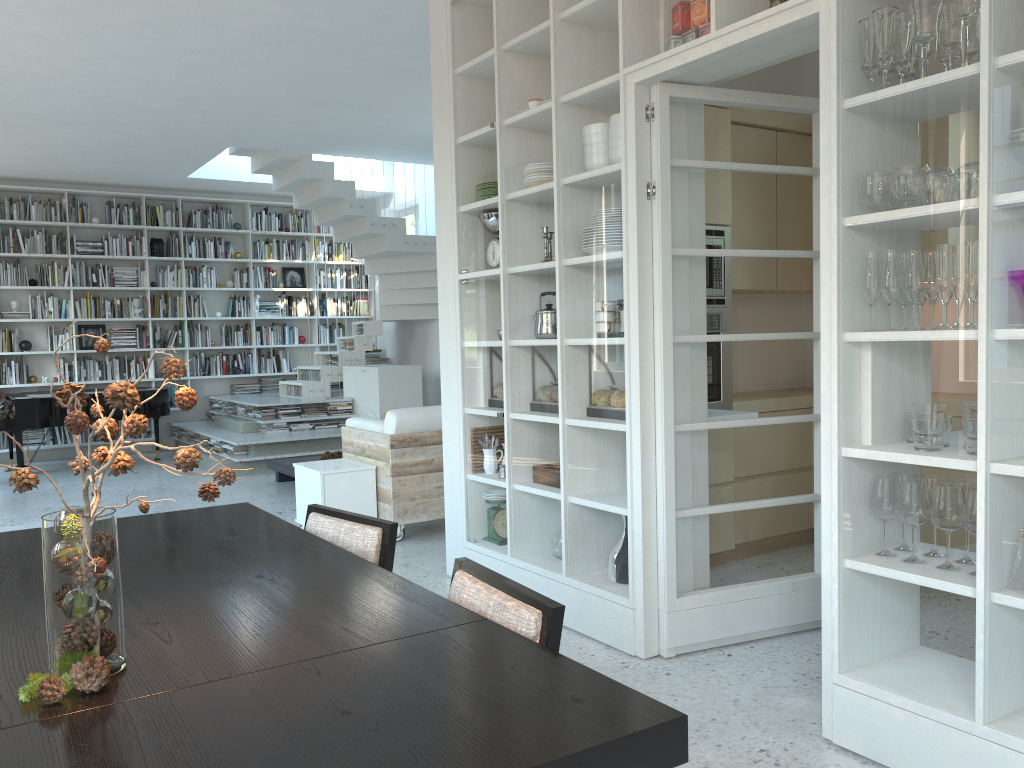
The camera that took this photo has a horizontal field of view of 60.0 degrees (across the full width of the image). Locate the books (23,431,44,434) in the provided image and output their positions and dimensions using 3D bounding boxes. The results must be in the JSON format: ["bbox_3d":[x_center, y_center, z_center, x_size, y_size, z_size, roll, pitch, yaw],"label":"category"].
[{"bbox_3d":[-5.574,0.562,10.251,0.285,0.005,0.159,-4,4,-36],"label":"books"}]

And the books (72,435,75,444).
[{"bbox_3d":[-5.188,0.567,10.474,0.024,0.260,0.189,-4,4,-33],"label":"books"}]

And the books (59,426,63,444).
[{"bbox_3d":[-5.302,0.587,10.416,0.011,0.232,0.174,-4,4,-33],"label":"books"}]

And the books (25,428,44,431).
[{"bbox_3d":[-5.572,0.530,10.245,0.285,0.005,0.159,-3,3,-28],"label":"books"}]

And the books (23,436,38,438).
[{"bbox_3d":[-5.579,0.605,10.258,0.254,0.006,0.161,-3,4,-33],"label":"books"}]

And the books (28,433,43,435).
[{"bbox_3d":[-5.579,0.578,10.256,0.254,0.006,0.161,-3,4,-33],"label":"books"}]

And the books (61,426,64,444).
[{"bbox_3d":[-5.289,0.565,10.414,0.012,0.275,0.180,-4,4,-33],"label":"books"}]

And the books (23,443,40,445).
[{"bbox_3d":[-5.574,0.687,10.262,0.254,0.007,0.161,-3,4,-32],"label":"books"}]

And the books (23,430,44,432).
[{"bbox_3d":[-5.578,0.540,10.256,0.285,0.005,0.159,-3,4,-33],"label":"books"}]

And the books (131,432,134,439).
[{"bbox_3d":[-4.645,0.539,10.820,0.044,0.251,0.186,-4,4,-33],"label":"books"}]

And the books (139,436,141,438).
[{"bbox_3d":[-4.584,0.563,10.888,0.024,0.191,0.155,-4,4,-33],"label":"books"}]

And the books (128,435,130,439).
[{"bbox_3d":[-4.689,0.561,10.804,0.029,0.210,0.170,-4,4,-33],"label":"books"}]

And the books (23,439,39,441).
[{"bbox_3d":[-5.574,0.639,10.260,0.254,0.007,0.161,-3,4,-32],"label":"books"}]

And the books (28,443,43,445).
[{"bbox_3d":[-5.575,0.694,10.264,0.254,0.007,0.161,-3,4,-33],"label":"books"}]

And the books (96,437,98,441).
[{"bbox_3d":[-4.992,0.564,10.631,0.012,0.239,0.128,-4,4,-33],"label":"books"}]

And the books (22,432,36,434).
[{"bbox_3d":[-5.572,0.557,10.247,0.254,0.006,0.161,-4,4,-38],"label":"books"}]

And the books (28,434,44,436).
[{"bbox_3d":[-5.578,0.589,10.255,0.285,0.005,0.159,-3,4,-32],"label":"books"}]

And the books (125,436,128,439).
[{"bbox_3d":[-4.703,0.564,10.789,0.010,0.206,0.179,-4,4,-33],"label":"books"}]

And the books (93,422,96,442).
[{"bbox_3d":[-5.008,0.561,10.625,0.022,0.247,0.143,-4,4,-33],"label":"books"}]

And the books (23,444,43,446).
[{"bbox_3d":[-5.570,0.701,10.257,0.254,0.007,0.161,-3,3,-29],"label":"books"}]

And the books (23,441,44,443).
[{"bbox_3d":[-5.569,0.667,10.256,0.254,0.007,0.161,-4,4,-37],"label":"books"}]

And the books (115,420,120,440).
[{"bbox_3d":[-4.783,0.504,10.741,0.014,0.336,0.182,-4,4,-33],"label":"books"}]

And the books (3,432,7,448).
[{"bbox_3d":[-5.785,0.639,10.117,0.053,0.184,0.148,-4,4,-33],"label":"books"}]

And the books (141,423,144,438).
[{"bbox_3d":[-4.559,0.556,10.892,0.022,0.205,0.191,-4,4,-33],"label":"books"}]

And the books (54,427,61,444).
[{"bbox_3d":[-5.335,0.578,10.398,0.062,0.253,0.177,-4,4,-33],"label":"books"}]

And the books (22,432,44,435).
[{"bbox_3d":[-5.575,0.573,10.248,0.285,0.005,0.159,-4,4,-37],"label":"books"}]

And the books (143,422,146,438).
[{"bbox_3d":[-4.545,0.543,10.914,0.028,0.228,0.162,-4,4,-33],"label":"books"}]

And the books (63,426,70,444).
[{"bbox_3d":[-5.260,0.562,10.449,0.073,0.276,0.181,-4,4,-33],"label":"books"}]

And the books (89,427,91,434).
[{"bbox_3d":[-5.046,0.518,10.585,0.012,0.337,0.144,-4,4,-33],"label":"books"}]

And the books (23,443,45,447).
[{"bbox_3d":[-5.575,0.708,10.266,0.285,0.007,0.159,-3,4,-33],"label":"books"}]

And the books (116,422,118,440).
[{"bbox_3d":[-4.801,0.566,10.743,0.022,0.213,0.167,-4,4,-33],"label":"books"}]

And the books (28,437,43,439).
[{"bbox_3d":[-5.575,0.625,10.259,0.254,0.007,0.161,-3,4,-32],"label":"books"}]

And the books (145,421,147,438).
[{"bbox_3d":[-4.524,0.528,10.917,0.012,0.256,0.176,-4,4,-33],"label":"books"}]

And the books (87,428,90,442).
[{"bbox_3d":[-5.066,0.556,10.586,0.025,0.264,0.144,-4,4,-33],"label":"books"}]

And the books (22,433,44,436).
[{"bbox_3d":[-5.578,0.584,10.255,0.285,0.005,0.159,-4,4,-34],"label":"books"}]

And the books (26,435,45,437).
[{"bbox_3d":[-5.576,0.600,10.254,0.285,0.005,0.159,-4,4,-35],"label":"books"}]

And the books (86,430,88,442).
[{"bbox_3d":[-5.085,0.559,10.585,0.010,0.259,0.131,-4,4,-33],"label":"books"}]

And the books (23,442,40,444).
[{"bbox_3d":[-5.568,0.674,10.254,0.285,0.007,0.159,-3,3,-28],"label":"books"}]

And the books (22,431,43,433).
[{"bbox_3d":[-5.577,0.551,10.256,0.254,0.006,0.161,-3,4,-33],"label":"books"}]

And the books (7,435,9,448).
[{"bbox_3d":[-5.752,0.613,10.133,0.023,0.232,0.164,-4,4,-33],"label":"books"}]

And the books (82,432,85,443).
[{"bbox_3d":[-5.108,0.563,10.536,0.026,0.256,0.183,-4,4,-33],"label":"books"}]

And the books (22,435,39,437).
[{"bbox_3d":[-5.578,0.594,10.255,0.254,0.006,0.161,-4,4,-34],"label":"books"}]

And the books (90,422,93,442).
[{"bbox_3d":[-5.027,0.530,10.599,0.034,0.311,0.170,-4,4,-33],"label":"books"}]

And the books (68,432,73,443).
[{"bbox_3d":[-5.225,0.567,10.487,0.025,0.259,0.132,-4,4,-33],"label":"books"}]

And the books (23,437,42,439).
[{"bbox_3d":[-5.575,0.618,10.259,0.285,0.007,0.159,-3,4,-32],"label":"books"}]

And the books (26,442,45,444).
[{"bbox_3d":[-5.571,0.680,10.256,0.285,0.007,0.159,-4,4,-37],"label":"books"}]

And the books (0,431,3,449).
[{"bbox_3d":[-5.822,0.634,10.101,0.025,0.198,0.160,-4,4,-33],"label":"books"}]

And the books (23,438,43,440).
[{"bbox_3d":[-5.569,0.632,10.251,0.285,0.007,0.159,-4,4,-38],"label":"books"}]

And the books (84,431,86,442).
[{"bbox_3d":[-5.092,0.540,10.545,0.014,0.301,0.184,-4,4,-33],"label":"books"}]

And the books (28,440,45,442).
[{"bbox_3d":[-5.572,0.659,10.260,0.285,0.007,0.159,-3,3,-31],"label":"books"}]

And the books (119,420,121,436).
[{"bbox_3d":[-4.772,0.527,10.752,0.014,0.288,0.184,-4,4,-33],"label":"books"}]

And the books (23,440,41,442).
[{"bbox_3d":[-5.570,0.653,10.255,0.254,0.007,0.161,-4,4,-37],"label":"books"}]

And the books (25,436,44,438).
[{"bbox_3d":[-5.576,0.611,10.260,0.285,0.007,0.159,-3,4,-33],"label":"books"}]

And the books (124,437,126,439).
[{"bbox_3d":[-4.741,0.561,10.802,0.040,0.212,0.129,-4,4,-33],"label":"books"}]

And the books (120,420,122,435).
[{"bbox_3d":[-4.764,0.539,10.776,0.024,0.262,0.131,-4,4,-33],"label":"books"}]

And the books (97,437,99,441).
[{"bbox_3d":[-4.984,0.544,10.640,0.012,0.276,0.154,-4,4,-33],"label":"books"}]

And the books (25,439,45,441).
[{"bbox_3d":[-5.570,0.646,10.254,0.285,0.007,0.159,-4,4,-37],"label":"books"}]

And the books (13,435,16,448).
[{"bbox_3d":[-5.715,0.585,10.167,0.027,0.282,0.129,-4,4,-33],"label":"books"}]
